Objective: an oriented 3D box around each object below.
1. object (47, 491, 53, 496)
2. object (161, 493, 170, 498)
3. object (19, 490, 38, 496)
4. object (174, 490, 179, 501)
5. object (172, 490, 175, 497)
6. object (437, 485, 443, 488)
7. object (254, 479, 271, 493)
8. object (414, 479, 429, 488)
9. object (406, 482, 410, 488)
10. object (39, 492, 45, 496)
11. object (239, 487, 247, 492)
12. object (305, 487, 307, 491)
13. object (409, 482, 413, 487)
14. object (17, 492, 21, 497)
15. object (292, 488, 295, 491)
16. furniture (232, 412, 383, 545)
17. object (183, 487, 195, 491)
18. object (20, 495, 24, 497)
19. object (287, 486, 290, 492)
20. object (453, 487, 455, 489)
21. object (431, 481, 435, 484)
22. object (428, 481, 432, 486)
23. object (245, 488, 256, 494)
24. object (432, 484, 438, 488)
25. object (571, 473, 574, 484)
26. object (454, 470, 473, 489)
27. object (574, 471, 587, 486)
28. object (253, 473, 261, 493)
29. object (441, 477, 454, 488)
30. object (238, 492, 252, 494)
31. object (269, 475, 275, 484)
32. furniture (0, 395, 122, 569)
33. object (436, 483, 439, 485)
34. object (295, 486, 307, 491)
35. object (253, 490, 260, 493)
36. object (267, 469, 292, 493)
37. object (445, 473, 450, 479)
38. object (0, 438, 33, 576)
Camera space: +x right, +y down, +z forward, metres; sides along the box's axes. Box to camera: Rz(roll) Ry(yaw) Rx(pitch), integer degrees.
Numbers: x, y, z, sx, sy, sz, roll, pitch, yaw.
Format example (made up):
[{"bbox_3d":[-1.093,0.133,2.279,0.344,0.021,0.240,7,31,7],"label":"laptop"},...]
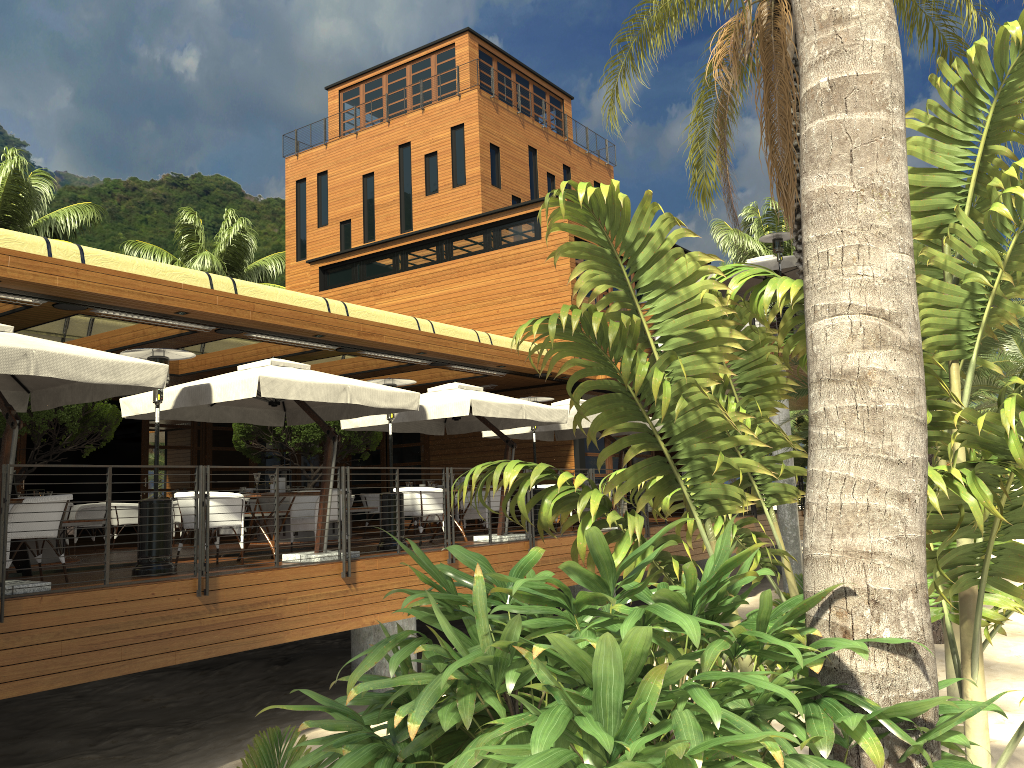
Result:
[{"bbox_3d":[-7.162,1.779,13.729,0.082,0.227,0.082,-10,-12,44],"label":"object"},{"bbox_3d":[-6.266,2.072,16.071,0.163,0.179,0.167,3,-10,-34],"label":"object"},{"bbox_3d":[-7.448,1.778,13.746,0.263,0.264,0.263,-9,-10,38],"label":"object"},{"bbox_3d":[-5.966,1.994,15.769,0.082,0.227,0.082,6,-11,-43],"label":"object"},{"bbox_3d":[-6.160,2.052,16.158,0.082,0.227,0.082,4,-10,-37],"label":"object"},{"bbox_3d":[-1.017,1.487,12.745,0.116,0.065,0.116,-7,-9,33],"label":"object"},{"bbox_3d":[-2.887,1.179,10.216,0.163,0.179,0.167,-8,-10,36],"label":"object"},{"bbox_3d":[-1.752,1.987,17.162,0.263,0.264,0.263,-1,-8,-9],"label":"object"},{"bbox_3d":[-1.993,1.984,16.949,0.082,0.227,0.082,-2,-8,-3],"label":"object"},{"bbox_3d":[-7.447,1.831,14.041,0.082,0.227,0.082,-9,-11,39],"label":"object"},{"bbox_3d":[-3.049,1.211,10.054,0.086,0.086,0.086,-9,-10,39],"label":"object"},{"bbox_3d":[-4.251,2.257,18.350,0.082,0.227,0.082,-1,-8,-12],"label":"object"},{"bbox_3d":[-1.975,2.036,17.358,0.082,0.227,0.082,1,-9,-20],"label":"object"},{"bbox_3d":[-7.500,1.757,13.449,0.082,0.227,0.082,-7,-9,27],"label":"object"},{"bbox_3d":[-4.641,2.332,18.806,0.082,0.227,0.082,-1,-8,-12],"label":"object"},{"bbox_3d":[-3.609,1.411,15.707,2.614,2.730,2.689,-6,-9,25],"label":"furniture"},{"bbox_3d":[-5.884,2.011,16.042,0.263,0.264,0.263,4,-10,-37],"label":"object"},{"bbox_3d":[-7.389,1.768,13.363,0.163,0.179,0.167,5,-11,-44],"label":"object"},{"bbox_3d":[-2.607,1.219,10.254,0.086,0.086,0.086,-9,-10,39],"label":"object"},{"bbox_3d":[-0.857,1.537,13.092,0.080,0.042,0.080,-2,-8,-4],"label":"object"},{"bbox_3d":[-1.549,2.019,17.360,0.082,0.227,0.082,-2,-8,-3],"label":"object"},{"bbox_3d":[-1.567,1.964,16.925,0.082,0.227,0.082,1,-9,-20],"label":"object"},{"bbox_3d":[-2.948,1.212,10.004,0.116,0.065,0.116,-7,-9,33],"label":"object"},{"bbox_3d":[-1.117,1.486,12.795,0.086,0.086,0.086,-9,-10,39],"label":"object"},{"bbox_3d":[1.047,1.661,15.407,0.082,0.227,0.082,-8,-10,35],"label":"object"},{"bbox_3d":[-0.712,1.380,12.792,0.263,0.264,0.263,-1,-8,-10],"label":"object"},{"bbox_3d":[1.245,1.659,15.570,0.263,0.264,0.263,-1,-8,-10],"label":"object"},{"bbox_3d":[-2.842,1.107,9.888,0.082,0.227,0.082,-8,-10,35],"label":"object"},{"bbox_3d":[-0.956,1.454,12.957,0.163,0.179,0.167,-8,-10,36],"label":"object"},{"bbox_3d":[-2.999,1.214,9.846,0.294,0.025,0.170,-7,-9,34],"label":"object"},{"bbox_3d":[-2.822,1.178,10.439,0.082,0.227,0.082,-6,-9,24],"label":"object"},{"bbox_3d":[-6.637,0.995,11.530,2.569,2.730,2.712,-2,-8,0],"label":"furniture"},{"bbox_3d":[-1.433,1.988,16.944,0.163,0.179,0.167,-1,-8,-6],"label":"object"},{"bbox_3d":[-4.452,2.282,18.600,0.263,0.264,0.263,-1,-8,-6],"label":"object"},{"bbox_3d":[-2.866,1.213,9.947,0.080,0.042,0.080,-2,-8,-4],"label":"object"},{"bbox_3d":[-2.644,1.105,10.051,0.263,0.264,0.263,-1,-8,-10],"label":"object"},{"bbox_3d":[-0.910,1.383,12.629,0.082,0.227,0.082,-8,-10,35],"label":"object"},{"bbox_3d":[-5.410,1.258,8.919,0.768,1.401,0.770,-5,-9,19],"label":"object"}]
